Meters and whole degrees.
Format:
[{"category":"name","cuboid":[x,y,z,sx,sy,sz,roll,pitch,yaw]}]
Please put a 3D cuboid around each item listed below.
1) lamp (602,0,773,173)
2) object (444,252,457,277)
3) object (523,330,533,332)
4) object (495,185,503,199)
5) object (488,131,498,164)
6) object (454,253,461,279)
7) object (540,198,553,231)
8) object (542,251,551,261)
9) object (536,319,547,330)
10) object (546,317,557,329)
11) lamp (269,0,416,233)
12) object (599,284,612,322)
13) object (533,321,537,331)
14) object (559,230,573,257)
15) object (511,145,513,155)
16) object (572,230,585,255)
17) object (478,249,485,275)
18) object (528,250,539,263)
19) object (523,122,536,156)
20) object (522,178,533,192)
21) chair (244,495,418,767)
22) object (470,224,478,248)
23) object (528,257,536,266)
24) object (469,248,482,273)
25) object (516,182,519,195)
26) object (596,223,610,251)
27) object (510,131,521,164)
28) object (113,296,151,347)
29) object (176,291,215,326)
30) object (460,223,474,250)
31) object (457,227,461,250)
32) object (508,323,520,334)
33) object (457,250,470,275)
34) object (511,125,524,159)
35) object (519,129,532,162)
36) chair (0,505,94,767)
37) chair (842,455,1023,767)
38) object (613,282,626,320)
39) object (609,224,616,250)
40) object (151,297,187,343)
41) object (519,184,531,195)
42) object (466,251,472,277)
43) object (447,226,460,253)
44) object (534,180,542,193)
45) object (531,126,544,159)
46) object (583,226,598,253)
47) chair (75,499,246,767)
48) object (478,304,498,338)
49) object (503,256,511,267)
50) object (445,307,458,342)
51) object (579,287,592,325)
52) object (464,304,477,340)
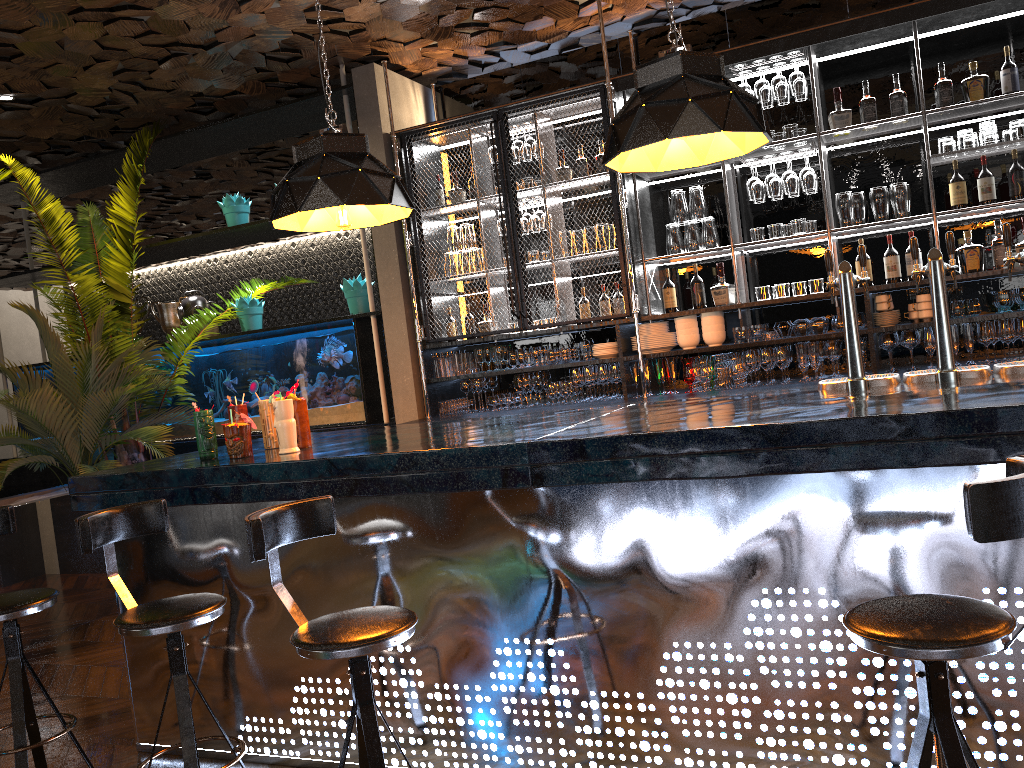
[{"category":"lamp","cuboid":[0.530,-1.599,3.149,0.582,1.564,0.607,-6,2,24]},{"category":"object","cuboid":[-0.446,-0.857,6.409,0.092,0.182,0.092,-6,2,19]},{"category":"object","cuboid":[0.107,-0.395,6.143,0.077,0.080,0.077,-7,2,10]},{"category":"object","cuboid":[-0.076,-1.344,6.212,0.077,0.080,0.077,-6,2,15]},{"category":"object","cuboid":[-0.128,-1.634,6.123,0.081,0.213,0.081,-6,2,30]},{"category":"object","cuboid":[-0.414,-0.864,6.506,0.092,0.182,0.092,-6,2,19]},{"category":"object","cuboid":[0.238,-1.176,6.160,0.081,0.213,0.081,-6,2,30]},{"category":"object","cuboid":[0.250,-0.883,6.186,0.077,0.080,0.077,-6,2,20]},{"category":"object","cuboid":[0.211,-0.410,6.190,0.077,0.080,0.077,-7,2,-10]},{"category":"object","cuboid":[0.273,-0.414,6.102,0.077,0.080,0.077,-7,2,12]},{"category":"lamp","cuboid":[-0.783,-1.428,3.603,0.582,1.606,0.607,-6,2,24]},{"category":"object","cuboid":[0.629,-0.546,6.002,0.075,0.260,0.075,-8,2,-17]},{"category":"object","cuboid":[0.137,-0.404,6.304,0.077,0.080,0.077,-8,2,-27]},{"category":"object","cuboid":[0.370,-0.942,5.992,0.092,0.182,0.092,-6,2,19]},{"category":"object","cuboid":[-0.040,-1.643,6.084,0.081,0.213,0.081,-6,2,30]},{"category":"object","cuboid":[0.460,-0.956,6.062,0.092,0.182,0.092,-6,2,19]},{"category":"object","cuboid":[-0.236,-0.882,6.410,0.092,0.182,0.092,-6,2,19]},{"category":"object","cuboid":[0.150,-0.866,6.059,0.077,0.080,0.077,-6,2,20]},{"category":"object","cuboid":[0.120,-1.661,6.012,0.081,0.213,0.081,-6,2,30]},{"category":"object","cuboid":[0.108,-1.362,6.060,0.077,0.080,0.077,-8,2,-30]},{"category":"chair","cuboid":[-0.400,0.863,2.290,0.476,1.108,0.419,-6,2,24]},{"category":"object","cuboid":[-0.299,-1.059,6.422,0.092,0.182,0.092,-6,2,19]},{"category":"object","cuboid":[0.153,-0.872,6.222,0.077,0.080,0.077,-7,2,-12]},{"category":"object","cuboid":[-0.265,-0.876,6.316,0.092,0.182,0.092,-6,2,19]},{"category":"object","cuboid":[0.012,-1.353,6.151,0.077,0.080,0.077,-8,2,-30]},{"category":"object","cuboid":[0.608,-0.968,5.888,0.092,0.182,0.092,-6,2,19]},{"category":"object","cuboid":[0.017,-1.655,6.215,0.081,0.213,0.081,-6,2,30]},{"category":"object","cuboid":[-3.356,-0.513,7.813,0.250,0.472,0.458,-8,2,-39]},{"category":"object","cuboid":[-2.639,-0.632,7.389,0.290,0.292,0.278,-8,2,-29]},{"category":"object","cuboid":[-0.327,-1.053,6.348,0.092,0.182,0.092,-6,2,19]},{"category":"object","cuboid":[-0.388,-1.050,6.473,0.092,0.182,0.092,-6,2,19]},{"category":"object","cuboid":[0.017,-0.386,6.196,0.077,0.080,0.077,-8,2,-27]},{"category":"object","cuboid":[-0.352,-0.867,6.367,0.092,0.182,0.092,-6,2,19]},{"category":"object","cuboid":[0.038,-1.652,6.049,0.081,0.213,0.081,-6,2,30]},{"category":"object","cuboid":[0.096,-1.663,6.180,0.081,0.213,0.081,-6,2,30]},{"category":"chair","cuboid":[-1.747,1.000,3.095,0.476,1.108,0.419,-6,2,24]},{"category":"chair","cuboid":[0.904,0.720,1.815,0.476,1.108,0.419,-5,2,39]},{"category":"object","cuboid":[0.715,-0.554,5.941,0.075,0.260,0.075,-8,2,-17]},{"category":"object","cuboid":[0.656,-0.976,5.970,0.092,0.182,0.092,-6,2,19]},{"category":"object","cuboid":[-2.916,-0.527,7.620,0.232,0.398,0.378,-8,2,-36]},{"category":"object","cuboid":[0.094,-1.366,6.231,0.077,0.080,0.077,-7,2,-10]},{"category":"object","cuboid":[-0.319,-0.874,6.457,0.092,0.182,0.092,-6,2,19]},{"category":"object","cuboid":[-0.423,-1.042,6.382,0.092,0.182,0.092,-6,2,19]},{"category":"object","cuboid":[0.197,-1.377,6.195,0.077,0.080,0.077,-8,2,-30]},{"category":"object","cuboid":[0.178,-1.672,6.143,0.081,0.213,0.081,-6,2,30]},{"category":"object","cuboid":[0.531,-0.960,5.946,0.092,0.182,0.092,-6,2,19]},{"category":"chair","cuboid":[-1.028,0.925,2.702,0.476,1.108,0.419,-6,2,24]},{"category":"object","cuboid":[-0.174,-0.449,6.321,0.108,0.244,0.108,-5,2,38]},{"category":"object","cuboid":[-0.018,-0.852,6.234,0.077,0.080,0.077,-6,2,36]},{"category":"object","cuboid":[-0.444,-0.430,6.460,0.075,0.261,0.075,-8,2,-17]},{"category":"object","cuboid":[0.496,-0.530,6.038,0.075,0.261,0.075,-8,2,-17]},{"category":"object","cuboid":[-0.304,-0.444,6.367,0.075,0.260,0.075,-8,2,-32]}]
